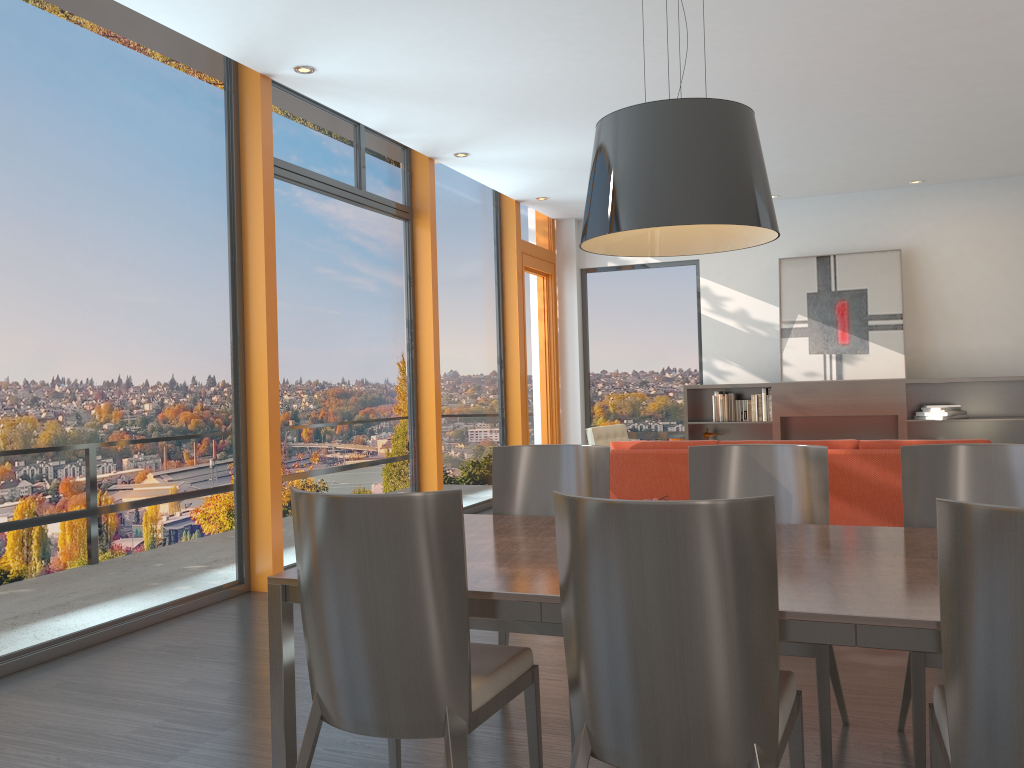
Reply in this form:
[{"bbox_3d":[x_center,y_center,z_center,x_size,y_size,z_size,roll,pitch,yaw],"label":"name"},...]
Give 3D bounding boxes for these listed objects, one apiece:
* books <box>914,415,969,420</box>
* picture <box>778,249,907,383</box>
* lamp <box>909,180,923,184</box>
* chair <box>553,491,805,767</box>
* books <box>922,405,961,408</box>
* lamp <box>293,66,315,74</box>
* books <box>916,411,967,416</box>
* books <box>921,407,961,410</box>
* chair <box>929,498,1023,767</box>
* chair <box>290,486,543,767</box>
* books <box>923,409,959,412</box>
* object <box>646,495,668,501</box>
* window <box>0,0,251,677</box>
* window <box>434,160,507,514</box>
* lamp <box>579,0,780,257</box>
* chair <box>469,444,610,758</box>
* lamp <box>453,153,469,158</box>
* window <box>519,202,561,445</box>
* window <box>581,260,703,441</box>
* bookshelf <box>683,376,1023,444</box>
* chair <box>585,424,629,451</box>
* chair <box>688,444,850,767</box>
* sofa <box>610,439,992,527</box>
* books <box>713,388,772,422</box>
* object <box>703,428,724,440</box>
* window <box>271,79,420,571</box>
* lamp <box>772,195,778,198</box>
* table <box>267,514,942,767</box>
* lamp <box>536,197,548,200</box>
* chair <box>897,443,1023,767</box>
[{"bbox_3d":[4.172,0.322,8.620,0.398,0.038,0.314,-2,0,-29],"label":"books"},{"bbox_3d":[3.398,-0.696,9.180,1.208,1.338,0.269,-2,-1,22],"label":"picture"},{"bbox_3d":[4.058,-2.030,8.916,0.129,0.010,0.129,-2,0,-23],"label":"lamp"},{"bbox_3d":[0.388,0.712,2.027,0.548,0.968,0.614,-2,-1,22],"label":"chair"},{"bbox_3d":[4.169,0.216,8.621,0.300,0.020,0.210,-2,0,12],"label":"books"},{"bbox_3d":[-1.253,-1.891,5.343,0.129,0.010,0.129,-2,0,-23],"label":"lamp"},{"bbox_3d":[4.171,0.285,8.621,0.398,0.038,0.314,-1,0,-39],"label":"books"},{"bbox_3d":[4.170,0.236,8.621,0.300,0.020,0.210,-2,0,-28],"label":"books"},{"bbox_3d":[1.098,0.691,1.741,0.548,0.968,0.614,-2,-1,22],"label":"chair"},{"bbox_3d":[-0.259,0.731,2.288,0.548,0.968,0.614,-2,-1,22],"label":"chair"},{"bbox_3d":[4.170,0.256,8.621,0.300,0.020,0.210,-1,0,-39],"label":"books"},{"bbox_3d":[0.476,0.406,2.561,0.427,0.154,0.427,-2,0,-24],"label":"object"},{"bbox_3d":[-2.218,-0.399,4.086,0.070,3.346,2.924,-2,-1,22],"label":"window"},{"bbox_3d":[-0.456,-0.435,8.452,0.070,3.346,1.844,-2,-1,22],"label":"window"},{"bbox_3d":[0.455,-1.197,2.565,0.567,1.580,0.567,-1,-1,-39],"label":"lamp"},{"bbox_3d":[0.094,0.724,3.223,0.548,0.968,0.614,-2,-1,22],"label":"chair"},{"bbox_3d":[-0.424,-1.908,7.395,0.129,0.010,0.129,-2,0,-23],"label":"lamp"},{"bbox_3d":[0.235,-0.450,9.910,0.211,3.346,1.156,-2,-1,22],"label":"window"},{"bbox_3d":[1.507,-0.481,10.292,1.409,3.340,0.065,-2,-1,22],"label":"window"},{"bbox_3d":[3.498,0.547,8.978,3.387,1.163,0.570,-2,-1,22],"label":"bookshelf"},{"bbox_3d":[1.079,0.771,7.742,0.707,0.817,0.700,-2,-1,32],"label":"chair"},{"bbox_3d":[0.804,0.703,2.937,0.548,0.968,0.614,-2,-1,22],"label":"chair"},{"bbox_3d":[1.716,0.742,5.442,2.597,0.852,1.038,-2,0,22],"label":"sofa"},{"bbox_3d":[2.433,0.216,9.304,0.592,0.340,0.324,-2,0,22],"label":"books"},{"bbox_3d":[2.112,0.617,9.490,0.245,0.290,0.201,-2,-1,42],"label":"object"},{"bbox_3d":[-1.236,-0.419,6.518,0.070,3.346,2.104,-2,-1,22],"label":"window"},{"bbox_3d":[2.762,-1.992,9.439,0.129,0.010,0.129,-2,0,-23],"label":"lamp"},{"bbox_3d":[0.572,0.862,2.505,2.151,0.765,1.171,-2,0,22],"label":"table"},{"bbox_3d":[0.309,-1.923,9.212,0.129,0.010,0.129,-2,0,-23],"label":"lamp"},{"bbox_3d":[1.451,0.684,2.676,0.548,0.968,0.614,-2,-1,22],"label":"chair"}]
